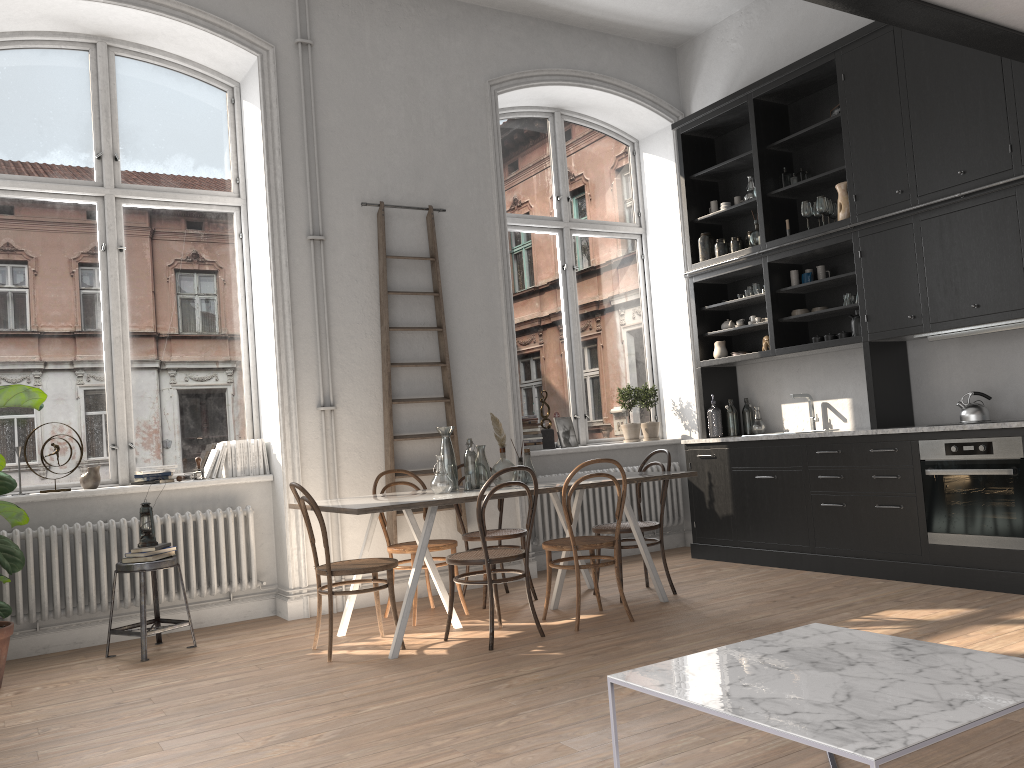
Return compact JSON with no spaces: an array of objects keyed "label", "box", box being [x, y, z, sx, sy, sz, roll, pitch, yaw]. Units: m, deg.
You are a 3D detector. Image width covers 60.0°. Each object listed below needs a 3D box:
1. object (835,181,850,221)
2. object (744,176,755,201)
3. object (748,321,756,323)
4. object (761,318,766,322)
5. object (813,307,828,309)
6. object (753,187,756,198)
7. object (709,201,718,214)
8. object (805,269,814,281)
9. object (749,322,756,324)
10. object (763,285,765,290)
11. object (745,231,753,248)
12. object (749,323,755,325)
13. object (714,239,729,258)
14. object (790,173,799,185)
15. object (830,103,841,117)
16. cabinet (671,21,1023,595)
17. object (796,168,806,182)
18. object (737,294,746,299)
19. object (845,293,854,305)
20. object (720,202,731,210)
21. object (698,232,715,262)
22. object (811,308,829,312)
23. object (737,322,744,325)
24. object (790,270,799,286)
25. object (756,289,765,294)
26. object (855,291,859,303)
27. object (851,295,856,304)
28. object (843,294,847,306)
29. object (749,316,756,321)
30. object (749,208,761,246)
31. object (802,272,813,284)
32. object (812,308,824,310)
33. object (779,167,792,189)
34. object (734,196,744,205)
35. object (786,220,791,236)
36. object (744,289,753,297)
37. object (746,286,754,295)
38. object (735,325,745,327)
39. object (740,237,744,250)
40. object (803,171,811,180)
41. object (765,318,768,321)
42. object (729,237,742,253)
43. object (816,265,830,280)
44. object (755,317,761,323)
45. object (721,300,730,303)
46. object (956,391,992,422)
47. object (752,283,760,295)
[{"label":"object","box":[2.288,-1.250,6.110,0.094,0.267,0.116,-5,-3,10]},{"label":"object","box":[1.884,-1.521,6.968,0.132,0.219,0.132,-6,-4,33]},{"label":"object","box":[1.903,-0.485,6.980,0.085,0.016,0.085,-5,-4,9]},{"label":"object","box":[1.972,-0.492,6.908,0.049,0.041,0.056,-6,-4,31]},{"label":"object","box":[2.281,-0.546,6.559,0.112,0.036,0.112,-5,-4,11]},{"label":"object","box":[1.917,-1.592,6.845,0.123,0.340,0.118,-4,-3,-13]},{"label":"object","box":[1.674,-1.440,7.339,0.059,0.135,0.082,-4,-3,-4]},{"label":"object","box":[2.221,-0.788,6.642,0.082,0.135,0.059,-4,-3,-4]},{"label":"object","box":[1.904,-0.471,6.979,0.085,0.015,0.085,-1,-5,-45]},{"label":"object","box":[1.961,-0.725,6.796,0.064,0.069,0.064,-2,-4,-39]},{"label":"object","box":[1.915,-1.122,7.061,0.092,0.184,0.092,-3,-3,-17]},{"label":"object","box":[1.905,-0.465,6.978,0.085,0.015,0.085,-1,-5,-45]},{"label":"object","box":[1.690,-1.086,7.144,0.114,0.155,0.114,-3,-4,-28]},{"label":"object","box":[2.104,-1.511,6.604,0.053,0.125,0.041,-6,-3,26]},{"label":"object","box":[2.323,-1.914,6.305,0.056,0.121,0.167,-4,-3,-6]},{"label":"cabinet","box":[2.395,-0.540,5.989,0.635,3.581,3.253,-2,-4,-31]},{"label":"object","box":[2.191,-1.539,6.692,0.065,0.177,0.084,-4,-3,-9]},{"label":"object","box":[1.829,-0.688,7.062,0.071,0.047,0.072,-5,-3,6]},{"label":"object","box":[2.353,-0.587,6.190,0.058,0.094,0.058,-5,-3,8]},{"label":"object","box":[1.752,-1.431,7.259,0.096,0.095,0.096,-4,-3,3]},{"label":"object","box":[1.597,-1.113,7.258,0.118,0.238,0.118,-7,-4,44]},{"label":"object","box":[2.282,-0.530,6.558,0.132,0.038,0.132,-5,-4,16]},{"label":"object","box":[1.831,-0.478,7.116,0.056,0.033,0.058,-6,-4,33]},{"label":"object","box":[2.122,-0.780,6.644,0.059,0.135,0.082,-6,-4,26]},{"label":"object","box":[1.925,-0.708,6.864,0.071,0.047,0.072,-5,-3,6]},{"label":"object","box":[2.402,-0.627,6.112,0.083,0.158,0.083,-7,-4,43]},{"label":"object","box":[2.439,-0.585,6.327,0.058,0.094,0.058,-7,-4,35]},{"label":"object","box":[2.360,-0.583,6.262,0.058,0.094,0.058,-5,-3,8]},{"label":"object","box":[1.900,-0.509,6.986,0.039,0.055,0.049,-4,-3,-11]},{"label":"object","box":[1.874,-1.223,6.780,0.134,0.357,0.134,-5,-3,14]},{"label":"object","box":[2.179,-0.770,6.541,0.082,0.093,0.140,-6,-4,24]},{"label":"object","box":[2.282,-0.538,6.559,0.123,0.036,0.124,-1,-5,-44]},{"label":"object","box":[2.065,-1.541,6.687,0.084,0.199,0.065,-4,-3,-9]},{"label":"object","box":[1.850,-1.460,7.234,0.059,0.135,0.082,-4,-3,-9]},{"label":"object","box":[2.057,-1.149,6.604,0.123,0.161,0.123,-3,-3,-23]},{"label":"object","box":[1.866,-0.706,6.989,0.064,0.069,0.064,-5,-3,16]},{"label":"object","box":[1.906,-0.724,7.076,0.060,0.107,0.060,-6,-4,26]},{"label":"object","box":[1.834,-0.458,7.114,0.085,0.015,0.085,-3,-4,-18]},{"label":"object","box":[1.842,-1.101,7.224,0.092,0.184,0.092,-6,-3,24]},{"label":"object","box":[2.192,-1.518,6.583,0.044,0.121,0.058,-4,-3,-4]},{"label":"object","box":[1.992,-0.499,6.891,0.048,0.041,0.058,-7,-4,36]},{"label":"object","box":[1.790,-1.094,7.086,0.096,0.150,0.097,-1,-4,-43]},{"label":"object","box":[2.287,-0.801,6.520,0.082,0.135,0.059,-7,-4,41]},{"label":"object","box":[1.917,-0.489,6.918,0.049,0.054,0.039,-4,-3,-6]},{"label":"object","box":[1.767,-0.666,7.344,0.071,0.047,0.072,-5,-3,6]},{"label":"object","box":[2.850,0.138,5.473,0.171,0.186,0.171,-3,-3,-21]},{"label":"object","box":[1.913,-0.733,6.934,0.060,0.107,0.060,-4,-3,-4]}]
